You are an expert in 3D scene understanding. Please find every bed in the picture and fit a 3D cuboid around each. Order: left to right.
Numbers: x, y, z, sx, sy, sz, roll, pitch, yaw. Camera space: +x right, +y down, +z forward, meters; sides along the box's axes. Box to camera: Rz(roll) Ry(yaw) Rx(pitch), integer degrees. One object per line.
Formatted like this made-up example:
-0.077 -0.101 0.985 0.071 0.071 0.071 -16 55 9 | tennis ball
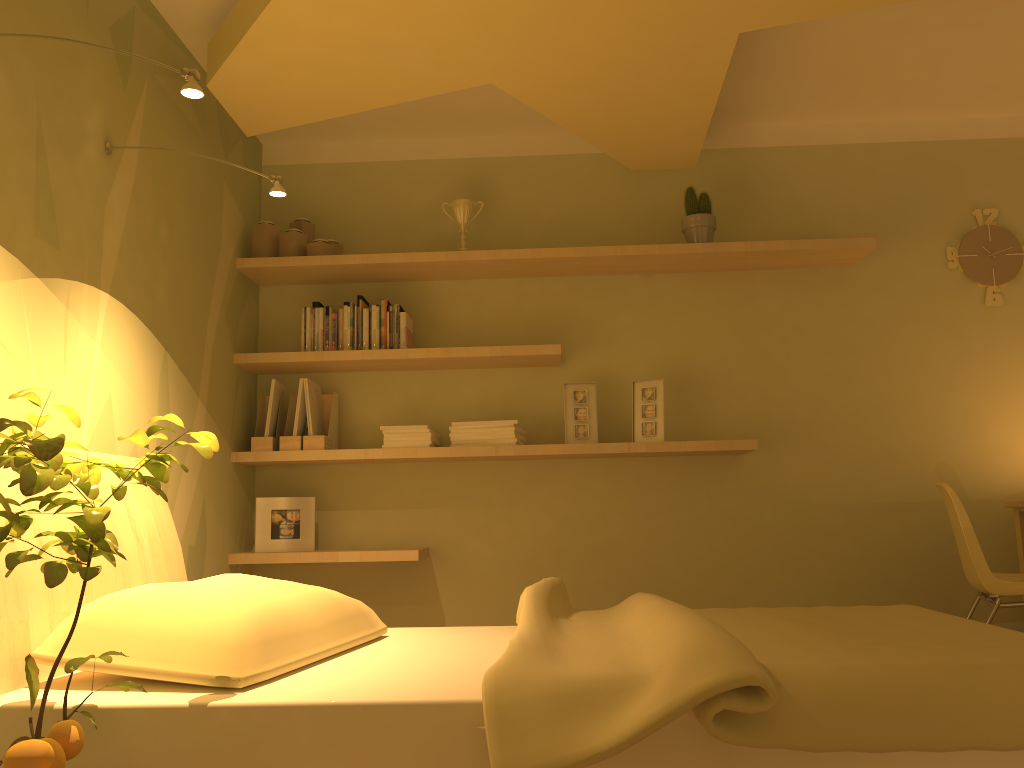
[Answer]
0.046 0.560 2.050 2.378 0.894 1.286 -2 -8 2 | bed

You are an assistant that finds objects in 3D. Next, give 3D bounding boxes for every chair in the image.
1.737 0.735 3.101 0.546 0.785 0.531 -5 -9 22 | chair

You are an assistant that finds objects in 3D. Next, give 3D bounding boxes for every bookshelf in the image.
0.181 0.081 3.668 2.605 1.240 0.300 -2 -8 2 | bookshelf

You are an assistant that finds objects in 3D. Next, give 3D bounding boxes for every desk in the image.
2.293 0.715 2.822 0.684 0.720 1.396 -2 -8 2 | desk

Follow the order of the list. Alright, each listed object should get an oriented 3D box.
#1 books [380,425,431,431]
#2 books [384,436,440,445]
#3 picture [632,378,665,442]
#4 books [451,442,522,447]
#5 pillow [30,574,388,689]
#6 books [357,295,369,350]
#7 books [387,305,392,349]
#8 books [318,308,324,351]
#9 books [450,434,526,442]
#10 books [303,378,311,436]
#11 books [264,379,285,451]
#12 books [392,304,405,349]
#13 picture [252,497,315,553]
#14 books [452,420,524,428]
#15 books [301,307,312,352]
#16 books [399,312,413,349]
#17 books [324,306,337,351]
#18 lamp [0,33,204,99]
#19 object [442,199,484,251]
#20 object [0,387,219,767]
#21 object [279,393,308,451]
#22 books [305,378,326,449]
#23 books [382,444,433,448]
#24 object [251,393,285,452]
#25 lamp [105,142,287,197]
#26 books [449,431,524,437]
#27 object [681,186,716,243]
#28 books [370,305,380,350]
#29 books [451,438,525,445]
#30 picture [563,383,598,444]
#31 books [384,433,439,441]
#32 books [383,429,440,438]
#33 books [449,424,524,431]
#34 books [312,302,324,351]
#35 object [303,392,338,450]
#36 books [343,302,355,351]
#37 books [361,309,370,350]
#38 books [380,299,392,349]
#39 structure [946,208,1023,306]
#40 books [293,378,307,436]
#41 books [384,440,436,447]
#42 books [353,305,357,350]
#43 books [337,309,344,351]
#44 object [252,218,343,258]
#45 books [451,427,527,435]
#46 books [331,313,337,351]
-0.432 0.193 3.671 0.190 0.015 0.270 -1 -8 0 | books
-0.411 0.239 3.676 0.190 0.015 0.270 -2 -8 3 | books
0.585 0.120 3.655 0.134 0.264 0.171 -6 -10 28 | picture
-0.096 0.259 3.652 0.270 0.015 0.190 -3 -9 13 | books
-0.649 0.566 2.089 0.482 0.213 0.801 -3 -9 12 | pillow
-0.629 -0.237 3.746 0.021 0.247 0.157 -2 -8 2 | books
-0.504 -0.216 3.738 0.022 0.198 0.157 -2 -8 2 | books
-0.790 -0.208 3.749 0.022 0.198 0.157 -2 -8 2 | books
-0.095 0.228 3.648 0.270 0.015 0.190 -3 -9 14 | books
-0.824 0.137 3.694 0.036 0.296 0.210 -2 -8 2 | books
-0.994 0.142 3.704 0.048 0.297 0.214 -1 -8 -3 | books
-0.477 -0.220 3.737 0.032 0.203 0.157 -2 -8 2 | books
-0.929 0.575 3.628 0.247 0.219 0.131 2 -9 -20 | picture
-0.098 0.170 3.666 0.270 0.015 0.190 -2 -9 8 | books
-0.853 -0.209 3.752 0.040 0.203 0.157 -2 -8 2 | books
-0.445 -0.202 3.722 0.032 0.163 0.178 -2 -8 2 | books
-0.763 -0.212 3.748 0.032 0.203 0.157 -2 -8 2 | books
-0.945 -0.719 1.970 0.533 0.178 0.050 -2 -8 2 | lamp
-0.211 -0.653 3.806 0.160 0.268 0.095 3 -9 -27 | object
-0.712 0.437 1.288 0.372 0.944 0.828 -1 -8 -4 | object
-0.890 0.159 3.698 0.087 0.259 0.236 -2 -8 2 | object
-0.815 0.137 3.698 0.043 0.296 0.210 -2 -8 2 | books
-0.419 0.268 3.669 0.190 0.015 0.270 -1 -8 2 | books
-1.016 0.163 3.702 0.087 0.259 0.236 -1 -8 -3 | object
-0.918 -0.629 2.581 0.533 0.178 0.050 -2 -8 2 | lamp
-0.101 0.214 3.653 0.270 0.015 0.190 -3 -9 13 | books
0.783 -0.700 3.727 0.145 0.294 0.145 1 -9 -16 | object
-0.566 -0.217 3.741 0.040 0.203 0.157 -2 -8 2 | books
-0.096 0.244 3.655 0.270 0.015 0.190 -3 -9 10 | books
0.285 0.134 3.708 0.134 0.264 0.171 -1 -8 1 | picture
-0.413 0.223 3.673 0.190 0.015 0.270 -1 -8 2 | books
-0.414 0.210 3.682 0.190 0.015 0.270 -2 -8 4 | books
-0.104 0.187 3.676 0.270 0.015 0.190 -3 -9 13 | books
-0.817 -0.222 3.762 0.032 0.229 0.138 -2 -8 2 | books
-0.794 0.157 3.694 0.087 0.259 0.236 -2 -8 2 | object
-0.676 -0.222 3.742 0.038 0.217 0.166 -2 -8 2 | books
-0.603 -0.208 3.733 0.032 0.184 0.173 -2 -8 2 | books
-0.530 -0.229 3.750 0.032 0.229 0.138 -2 -8 2 | books
2.061 -0.550 3.816 0.360 0.432 0.027 -2 -8 2 | structure
-0.868 0.139 3.698 0.048 0.297 0.214 -2 -8 2 | books
-0.420 0.253 3.671 0.190 0.015 0.270 -1 -8 -1 | books
-0.648 -0.215 3.745 0.017 0.203 0.155 -2 -8 2 | books
-0.710 -0.207 3.751 0.032 0.193 0.146 -2 -8 2 | books
-0.917 -0.618 3.809 0.349 0.229 0.234 -2 -8 3 | object
-0.094 0.199 3.654 0.270 0.015 0.190 -4 -9 15 | books
-0.736 -0.197 3.745 0.021 0.172 0.157 -2 -8 2 | books
